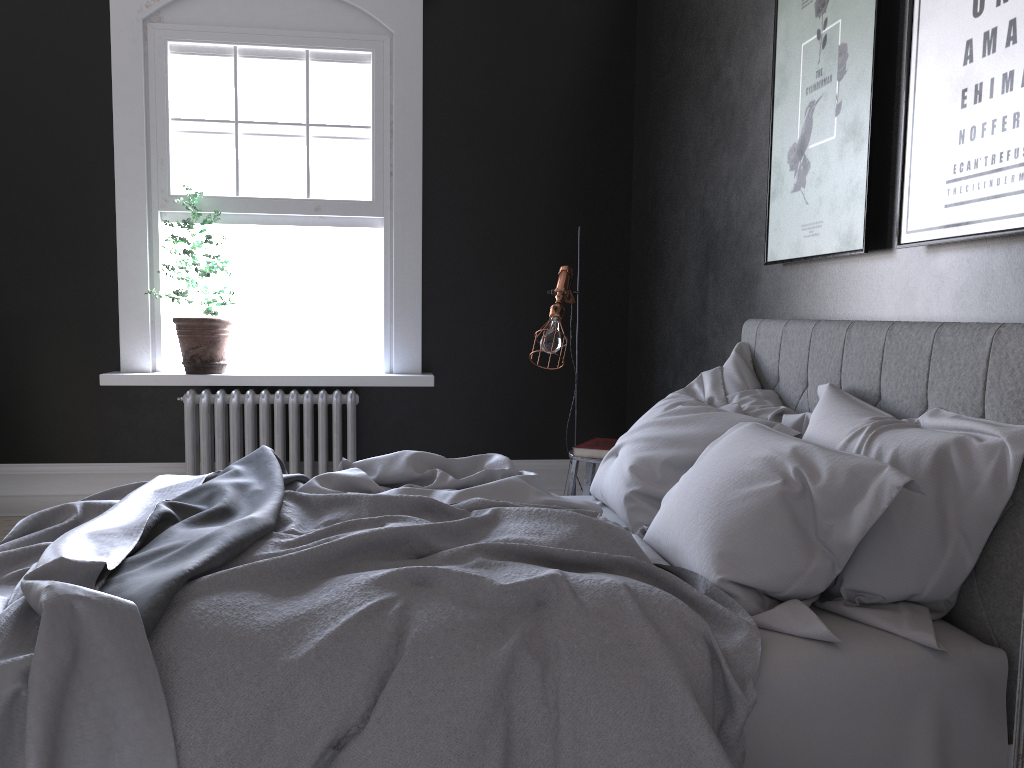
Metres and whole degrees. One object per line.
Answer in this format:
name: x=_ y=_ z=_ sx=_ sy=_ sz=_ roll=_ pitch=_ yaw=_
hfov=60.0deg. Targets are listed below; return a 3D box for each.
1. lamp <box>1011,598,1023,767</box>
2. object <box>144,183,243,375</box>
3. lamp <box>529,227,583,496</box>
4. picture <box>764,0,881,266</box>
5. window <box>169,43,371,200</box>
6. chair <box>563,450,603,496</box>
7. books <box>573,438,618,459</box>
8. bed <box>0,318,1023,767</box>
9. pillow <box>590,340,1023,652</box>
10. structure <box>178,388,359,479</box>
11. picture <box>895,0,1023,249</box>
lamp: x=0.748 y=0.005 z=1.225 sx=0.772 sy=2.416 sz=0.985 roll=3 pitch=6 yaw=25
object: x=-1.903 y=-0.628 z=5.394 sx=0.474 sy=1.136 sz=0.505 roll=4 pitch=6 yaw=32
lamp: x=0.481 y=0.014 z=5.131 sx=0.437 sy=1.782 sz=1.716 roll=4 pitch=6 yaw=31
picture: x=1.104 y=-0.994 z=3.211 sx=0.014 sy=1.080 sz=0.790 roll=0 pitch=5 yaw=-8
window: x=-1.483 y=-1.577 z=5.504 sx=1.263 sy=1.019 sz=0.056 roll=0 pitch=6 yaw=-8
chair: x=0.458 y=0.655 z=4.120 sx=0.613 sy=0.674 sz=0.613 roll=5 pitch=6 yaw=36
books: x=0.464 y=0.299 z=4.073 sx=0.275 sy=0.045 sz=0.345 roll=3 pitch=5 yaw=22
bed: x=-0.405 y=0.433 z=2.748 sx=3.283 sy=1.301 sz=2.761 roll=-1 pitch=5 yaw=-19
pillow: x=0.708 y=0.257 z=2.819 sx=0.680 sy=0.761 sz=1.827 roll=0 pitch=5 yaw=-8
structure: x=-1.476 y=0.454 z=5.494 sx=1.141 sy=0.850 sz=0.275 roll=0 pitch=6 yaw=-8
picture: x=1.231 y=-0.916 z=2.254 sx=0.014 sy=1.080 sz=0.790 roll=0 pitch=5 yaw=-8
